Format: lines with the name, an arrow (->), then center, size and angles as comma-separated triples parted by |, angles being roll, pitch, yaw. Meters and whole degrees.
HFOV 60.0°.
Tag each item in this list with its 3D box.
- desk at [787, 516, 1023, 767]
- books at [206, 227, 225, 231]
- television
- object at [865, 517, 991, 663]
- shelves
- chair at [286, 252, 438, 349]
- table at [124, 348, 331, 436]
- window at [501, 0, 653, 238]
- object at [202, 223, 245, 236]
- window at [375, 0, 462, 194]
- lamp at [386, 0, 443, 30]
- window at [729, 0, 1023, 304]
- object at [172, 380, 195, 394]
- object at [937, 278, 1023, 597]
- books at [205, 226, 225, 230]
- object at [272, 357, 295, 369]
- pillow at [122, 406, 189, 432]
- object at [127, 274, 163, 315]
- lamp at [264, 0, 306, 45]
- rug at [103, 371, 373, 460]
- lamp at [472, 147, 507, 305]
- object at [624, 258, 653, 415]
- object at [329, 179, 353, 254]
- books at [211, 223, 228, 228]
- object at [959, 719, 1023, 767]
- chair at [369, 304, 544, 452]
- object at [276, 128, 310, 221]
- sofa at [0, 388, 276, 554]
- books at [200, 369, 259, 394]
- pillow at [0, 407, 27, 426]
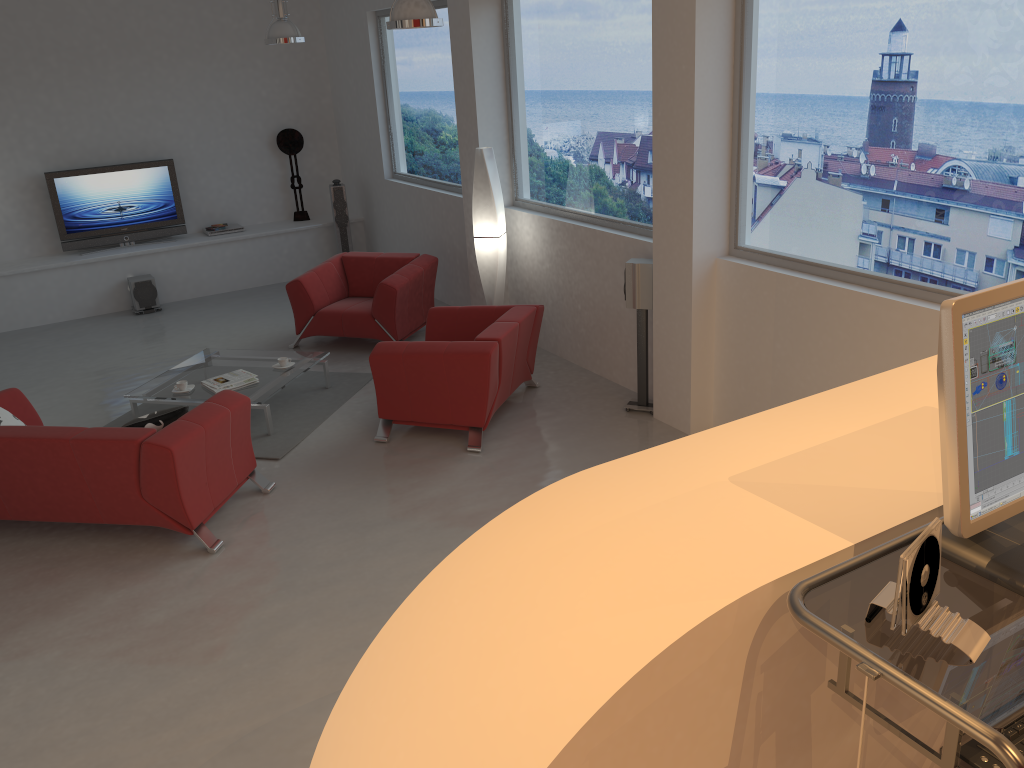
desk -> 1.034, 0.604, 1.537 | 1.158, 0.723, 0.523 | -15, 23, -27
books -> -3.586, -1.881, 10.733 | 0.135, 0.015, 0.190 | 6, 23, 24
television -> -4.500, -2.033, 10.159 | 1.356, 0.919, 0.343 | -15, 23, -27
object -> 0.591, 0.285, 1.249 | 0.151, 0.147, 0.133 | 16, 28, 41
shelves -> -4.409, -1.550, 10.238 | 5.500, 0.050, 0.650 | -15, 23, -27
chair -> -1.390, -0.790, 8.451 | 1.288, 0.738, 0.951 | 4, 22, 20
table -> -2.194, 0.044, 7.011 | 1.162, 0.286, 1.097 | 2, 22, 15
window -> 0.594, -2.134, 6.774 | 0.100, 1.800, 2.400 | -15, 23, -27
object -> -3.517, -1.883, 10.808 | 0.430, 0.045, 0.352 | -15, 23, -27
window -> -0.804, -2.918, 9.070 | 0.100, 1.800, 2.400 | -15, 23, -27
lamp -> -0.672, -2.759, 5.797 | 0.379, 0.800, 0.379 | -4, 21, 0
window -> 1.993, -1.351, 4.479 | 0.100, 1.800, 2.400 | -15, 23, -27
object -> -2.460, 0.018, 6.626 | 0.153, 0.069, 0.153 | -4, 21, -2
object -> 0.841, 0.055, 1.384 | 0.458, 0.452, 0.230 | -15, 23, -27
books -> -3.589, -1.896, 10.730 | 0.135, 0.015, 0.190 | 14, 27, 38
object -> -1.808, -0.168, 7.005 | 0.153, 0.069, 0.153 | 7, 23, 26
pillow -> -2.095, 0.306, 5.192 | 0.402, 0.343, 0.288 | -18, 25, -34
object -> -4.157, -1.012, 10.013 | 0.336, 0.374, 0.337 | -15, 23, -27
lamp -> -2.171, -3.598, 8.257 | 0.379, 0.800, 0.379 | 0, 21, 10
rug -> -2.189, 0.184, 7.052 | 1.700, 0.025, 1.700 | 2, 22, 15
lamp -> -0.178, -1.131, 7.679 | 0.313, 1.779, 0.313 | -19, 25, -34
object -> 0.932, -0.332, 6.329 | 0.229, 1.112, 0.214 | 6, 23, 24
object -> -2.090, -1.923, 10.921 | 0.255, 1.184, 0.273 | -9, 21, -13
books -> -3.544, -1.920, 10.744 | 0.190, 0.015, 0.135 | -11, 22, -17
object -> 0.878, 0.466, 1.227 | 0.526, 0.015, 0.215 | -15, 23, -27
chair -> -0.370, -0.129, 6.543 | 0.951, 0.738, 1.288 | 4, 22, 20
object -> -2.703, -2.605, 11.060 | 0.331, 1.130, 0.108 | -5, 21, -4
sofa -> -2.557, 0.466, 5.349 | 1.929, 0.738, 0.951 | 0, 21, 11
books -> -2.136, -0.023, 6.727 | 0.367, 0.035, 0.345 | -20, 26, -36
pillow -> -3.075, 0.297, 5.380 | 0.288, 0.343, 0.402 | -12, 22, -20
